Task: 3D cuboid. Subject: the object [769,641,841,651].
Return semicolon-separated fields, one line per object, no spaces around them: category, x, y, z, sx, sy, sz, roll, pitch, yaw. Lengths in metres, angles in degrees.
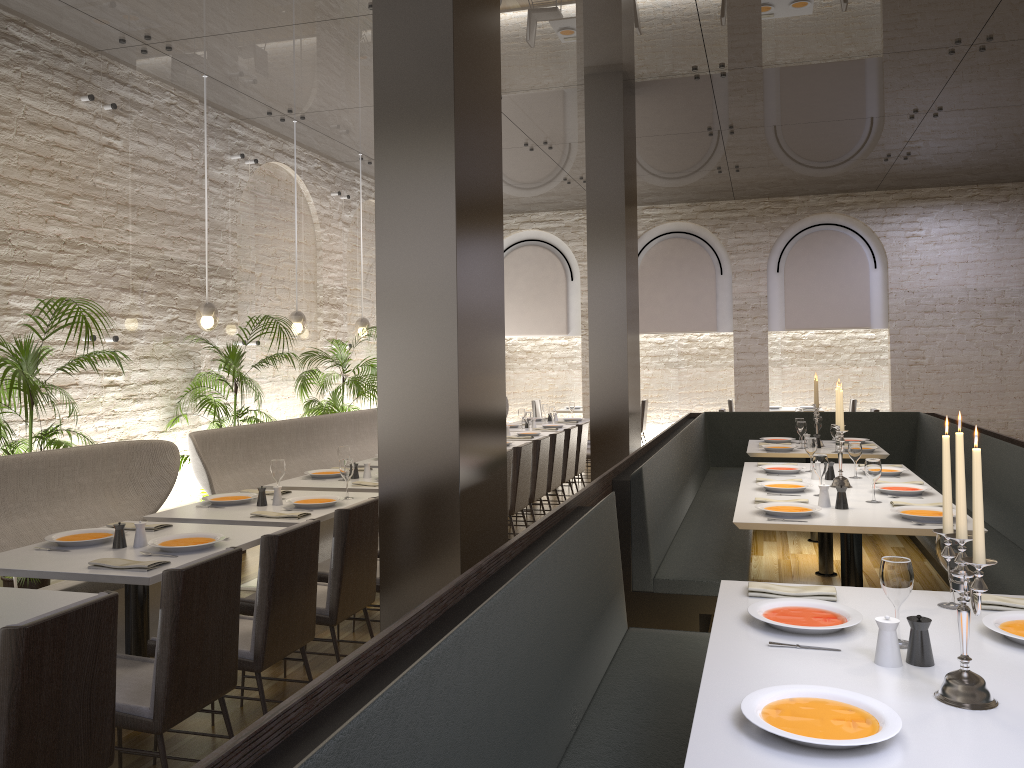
object;0.785;0.704;2.378;0.185;0.010;0.017;0;1;16

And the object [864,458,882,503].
object;1.936;0.518;4.747;0.086;0.231;0.086;0;-1;-32

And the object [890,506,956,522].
object;1.991;0.628;4.257;0.321;0.036;0.322;-1;1;-8

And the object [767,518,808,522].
object;1.314;0.650;4.226;0.185;0.010;0.017;0;1;16

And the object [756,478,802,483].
object;1.677;0.608;5.563;0.273;0.033;0.142;0;1;16

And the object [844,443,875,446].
object;3.007;0.534;7.710;0.273;0.033;0.142;0;1;16

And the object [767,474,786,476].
object;1.777;0.602;5.844;0.185;0.010;0.017;0;1;16

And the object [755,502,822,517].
object;1.382;0.633;4.433;0.321;0.036;0.322;-1;1;14

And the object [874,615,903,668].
object;0.955;0.652;2.251;0.069;0.127;0.069;-1;0;10

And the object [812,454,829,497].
object;1.740;0.515;4.995;0.086;0.231;0.086;-1;-1;16

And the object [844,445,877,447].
object;2.964;0.538;7.562;0.273;0.033;0.142;0;1;16

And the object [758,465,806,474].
object;1.843;0.586;6.046;0.321;0.036;0.321;-1;1;12

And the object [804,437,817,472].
object;2.043;0.484;6.053;0.086;0.231;0.086;-1;-1;28

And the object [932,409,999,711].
object;1.023;0.386;2.013;0.131;0.657;0.390;-1;-1;27

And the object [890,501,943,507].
object;2.112;0.625;4.582;0.273;0.033;0.142;0;1;16

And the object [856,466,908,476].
object;2.452;0.581;5.870;0.321;0.036;0.321;-1;1;12

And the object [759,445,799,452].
object;2.252;0.544;7.479;0.321;0.036;0.322;-1;1;-8

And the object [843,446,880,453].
object;2.862;0.539;7.302;0.321;0.036;0.322;-1;1;-8

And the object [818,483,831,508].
object;1.630;0.582;4.627;0.068;0.127;0.069;-1;-1;39

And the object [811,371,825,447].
object;2.667;0.218;7.761;0.131;0.657;0.390;-1;-1;27

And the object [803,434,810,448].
object;2.557;0.492;7.677;0.069;0.127;0.069;-1;-1;-32

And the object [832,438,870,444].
object;3.067;0.518;8.020;0.321;0.036;0.321;-2;2;-26

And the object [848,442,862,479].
object;2.210;0.490;5.706;0.086;0.231;0.086;-1;-1;28

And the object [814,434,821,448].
object;2.628;0.492;7.632;0.069;0.127;0.069;-1;-1;-32

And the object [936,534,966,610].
object;1.366;0.576;2.754;0.086;0.231;0.086;-1;-1;28

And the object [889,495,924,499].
object;2.161;0.618;4.864;0.181;0.015;0.038;0;1;17

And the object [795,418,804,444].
object;2.609;0.426;8.031;0.086;0.231;0.086;0;-1;-38

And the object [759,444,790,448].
object;2.304;0.543;7.757;0.273;0.033;0.142;0;1;16

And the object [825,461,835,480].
object;2.025;0.551;5.642;0.069;0.127;0.069;-1;0;10

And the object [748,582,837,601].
object;0.922;0.678;2.923;0.273;0.033;0.142;0;1;16

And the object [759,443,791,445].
object;2.347;0.539;7.905;0.273;0.033;0.142;0;1;16

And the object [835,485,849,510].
object;1.695;0.583;4.557;0.069;0.127;0.068;0;-1;-43

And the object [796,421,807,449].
object;2.484;0.439;7.594;0.086;0.231;0.086;0;-1;-38

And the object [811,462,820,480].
object;1.947;0.552;5.668;0.069;0.127;0.069;-1;0;10

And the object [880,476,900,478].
object;2.397;0.594;5.690;0.181;0.015;0.038;0;1;17

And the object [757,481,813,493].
object;1.608;0.610;5.228;0.321;0.036;0.322;0;2;36

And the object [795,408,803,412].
object;3.138;0.377;9.673;0.086;0.231;0.086;0;-1;-44

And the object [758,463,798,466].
object;1.913;0.583;6.389;0.273;0.033;0.142;0;1;16

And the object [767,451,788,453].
object;2.188;0.560;7.283;0.185;0.010;0.017;0;1;16

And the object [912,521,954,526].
object;1.934;0.641;4.072;0.181;0.015;0.038;0;1;17

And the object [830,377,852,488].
object;1.970;0.289;5.325;0.131;0.657;0.390;-1;-1;27

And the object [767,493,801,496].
object;1.540;0.627;5.018;0.185;0.010;0.017;0;1;16

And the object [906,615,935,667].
object;1.036;0.651;2.252;0.069;0.127;0.069;-1;0;10

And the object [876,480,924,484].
object;2.338;0.602;5.374;0.273;0.033;0.142;0;1;16

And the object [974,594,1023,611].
object;1.583;0.673;2.734;0.273;0.033;0.142;0;1;16

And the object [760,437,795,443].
object;2.458;0.523;8.196;0.321;0.036;0.321;-1;1;12

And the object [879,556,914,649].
object;1.044;0.590;2.403;0.086;0.231;0.086;-1;-1;28

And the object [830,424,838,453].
object;2.651;0.445;7.247;0.086;0.231;0.086;0;-1;-38

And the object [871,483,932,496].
object;2.218;0.605;5.052;0.321;0.036;0.322;0;2;36

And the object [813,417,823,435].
object;2.821;0.419;8.165;0.086;0.231;0.086;-1;-1;-14

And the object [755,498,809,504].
object;1.450;0.631;4.771;0.273;0.033;0.142;0;1;16

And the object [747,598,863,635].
object;0.856;0.687;2.597;0.321;0.036;0.322;0;2;36

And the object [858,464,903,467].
object;2.575;0.578;6.200;0.273;0.033;0.142;0;1;16
